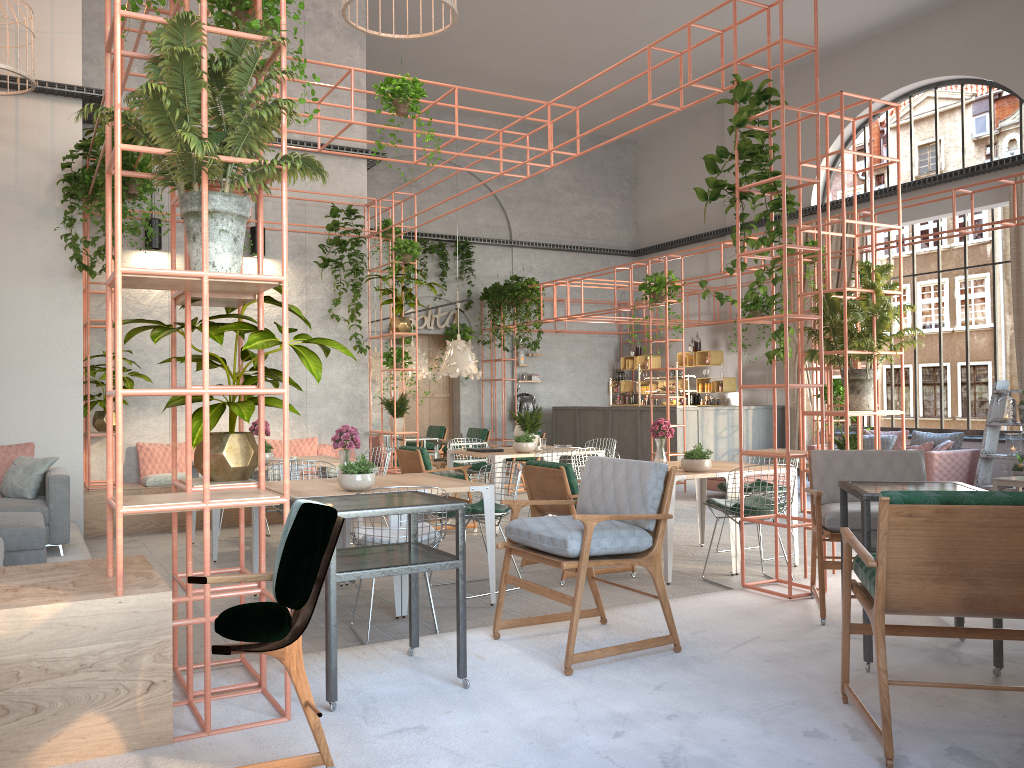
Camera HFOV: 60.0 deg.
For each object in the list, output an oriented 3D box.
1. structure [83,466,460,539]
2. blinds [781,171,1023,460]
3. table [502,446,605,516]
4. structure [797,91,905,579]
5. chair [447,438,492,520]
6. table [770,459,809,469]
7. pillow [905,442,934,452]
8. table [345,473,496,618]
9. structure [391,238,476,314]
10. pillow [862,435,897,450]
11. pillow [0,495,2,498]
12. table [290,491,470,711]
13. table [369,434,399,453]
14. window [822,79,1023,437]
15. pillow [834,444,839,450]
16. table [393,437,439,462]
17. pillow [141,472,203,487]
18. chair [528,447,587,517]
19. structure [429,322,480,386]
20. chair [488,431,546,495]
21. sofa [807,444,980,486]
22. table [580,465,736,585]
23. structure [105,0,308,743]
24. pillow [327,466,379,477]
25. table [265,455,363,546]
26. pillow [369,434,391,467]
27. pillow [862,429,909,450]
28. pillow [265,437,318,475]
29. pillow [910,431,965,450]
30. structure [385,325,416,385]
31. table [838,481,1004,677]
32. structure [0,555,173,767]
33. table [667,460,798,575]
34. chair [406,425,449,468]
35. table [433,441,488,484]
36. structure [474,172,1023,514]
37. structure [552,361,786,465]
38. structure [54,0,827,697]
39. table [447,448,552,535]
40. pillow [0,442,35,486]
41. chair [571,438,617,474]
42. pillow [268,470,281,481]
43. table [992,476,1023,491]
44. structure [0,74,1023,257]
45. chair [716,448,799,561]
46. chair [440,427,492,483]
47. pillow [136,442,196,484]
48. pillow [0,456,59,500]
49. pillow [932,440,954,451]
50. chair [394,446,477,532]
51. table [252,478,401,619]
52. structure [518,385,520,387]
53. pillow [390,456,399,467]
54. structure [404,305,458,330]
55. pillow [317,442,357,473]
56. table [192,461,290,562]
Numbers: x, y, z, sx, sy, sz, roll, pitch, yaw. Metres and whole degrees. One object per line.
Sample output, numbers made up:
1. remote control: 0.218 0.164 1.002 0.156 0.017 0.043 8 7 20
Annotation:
1. structure: -4.006 1.433 12.972 4.386 0.500 5.831 0 -1 -29
2. blinds: 6.107 -0.737 13.976 0.414 4.389 4.957 0 -1 -28
3. table: 0.448 1.165 10.230 0.694 0.830 1.214 0 -1 -29
4. structure: 2.531 -0.283 6.605 0.624 3.602 0.424 0 -1 -29
5. chair: -0.446 1.139 10.815 0.565 0.941 0.717 0 -1 -28
6. table: 4.296 1.370 13.141 0.520 0.455 0.916 0 -1 -29
7. pillow: 5.827 0.994 12.833 0.479 0.317 0.441 -1 -1 43
8. table: -0.708 1.122 6.472 0.694 0.830 1.214 0 -1 -29
9. structure: -1.623 -2.187 17.770 1.939 1.514 0.856 0 -1 -35
10. pillow: 5.553 0.973 13.597 0.289 0.385 0.666 0 -1 -28
11. pillow: -4.588 0.820 7.404 0.441 0.317 0.479 -1 -1 43
12. table: -0.600 0.915 3.918 0.635 0.798 0.602 0 -1 -29
13. table: -2.444 1.317 16.138 0.635 0.798 0.602 0 -1 -29
14. window: 6.611 -1.977 14.147 0.089 5.538 4.127 0 -1 -29
15. pillow: 5.177 1.028 13.659 0.500 0.324 0.307 -1 -1 6
16. table: -1.598 1.286 14.601 0.635 0.798 0.602 0 -1 -29
17. pillow: -3.857 1.092 10.104 0.637 0.149 0.491 0 -1 -28
18. chair: 0.456 1.105 9.193 0.565 0.941 0.717 0 -1 -13
19. structure: -1.176 -0.715 18.218 0.950 1.527 0.921 0 -1 -30
20. chair: 0.067 1.184 13.506 0.685 0.929 0.722 0 -1 -29
21. sofa: 5.158 1.249 12.828 1.960 0.672 2.219 0 -1 -29
22. table: 1.197 1.129 7.461 0.694 0.830 1.205 0 -1 -29
23. structure: -1.126 -0.490 3.414 0.748 3.623 0.722 0 -1 -29
24. pillow: -2.047 1.087 11.100 0.637 0.149 0.491 0 -1 -28
25. table: -2.025 1.172 8.869 0.694 0.830 1.214 0 -1 -29
26. pillow: -1.957 0.919 12.309 0.276 0.474 0.839 0 -1 -38
27. pillow: 5.691 0.940 13.658 0.276 0.474 0.839 0 -1 -28
28. pillow: -2.855 0.909 11.092 0.839 0.474 0.276 0 -1 -8
29. pillow: 6.118 0.926 12.859 0.273 0.476 0.836 0 -1 -28
30. structure: -2.313 -0.733 17.544 0.921 1.527 0.950 -1 -1 5
31. table: 1.923 0.892 4.219 0.602 0.798 0.635 -1 -1 11
32. structure: -3.932 0.805 4.606 3.396 1.111 9.152 0 -1 -29
33. table: 1.806 1.127 7.800 0.694 0.830 1.214 0 -1 -29
34. chair: -1.622 1.248 16.575 0.685 0.930 0.722 0 -1 -29
35. table: -0.753 1.254 13.064 0.635 0.798 0.602 0 -1 -29
36. structure: 4.353 -0.230 12.900 4.157 4.247 14.689 0 -1 -29
37. structure: 2.956 0.658 17.483 2.579 2.022 4.057 0 -1 -29
38. structure: -3.034 -0.742 10.664 4.501 4.345 14.096 0 -1 -30
39. table: -0.160 1.167 9.891 0.694 0.830 1.205 0 -1 -29
40. pillow: -4.614 0.760 7.697 0.836 0.476 0.273 0 -1 -28
41. chair: 0.879 1.120 10.490 0.717 0.941 0.565 0 -1 -33
42. pillow: -2.939 1.090 10.609 0.637 0.149 0.491 0 -1 -28
43. table: 6.000 1.310 10.044 0.520 0.455 0.916 0 -1 -29
44. structure: -0.149 -3.087 10.159 15.603 0.110 15.203 0 -1 -29
45. chair: 2.236 1.070 8.060 0.717 0.941 0.565 0 -1 -33
46. chair: -0.787 1.216 15.057 0.685 0.930 0.722 0 -1 -29
47. pillow: -3.998 0.913 10.513 0.839 0.474 0.276 0 -1 -38
48. pillow: -4.167 0.799 7.574 0.495 0.349 0.308 -1 -1 21
49. pillow: 5.996 0.967 12.412 0.308 0.349 0.495 -1 -1 21
50. chair: -0.846 1.130 9.630 0.685 0.917 0.722 0 -1 -29
51. table: -1.315 1.124 6.134 0.694 0.830 1.205 0 -1 -29
52. structure: 0.159 0.043 18.794 0.066 0.044 0.019 0 -1 -29
53. pillow: -1.637 1.105 12.605 0.491 0.149 0.637 0 -1 -28
54. structure: -1.670 -1.347 17.849 1.312 0.505 0.063 0 -1 -29
55. pillow: -2.302 0.956 11.421 0.666 0.385 0.289 0 -1 -33
56. table: -2.633 1.174 8.530 0.694 0.830 1.205 0 -1 -29
